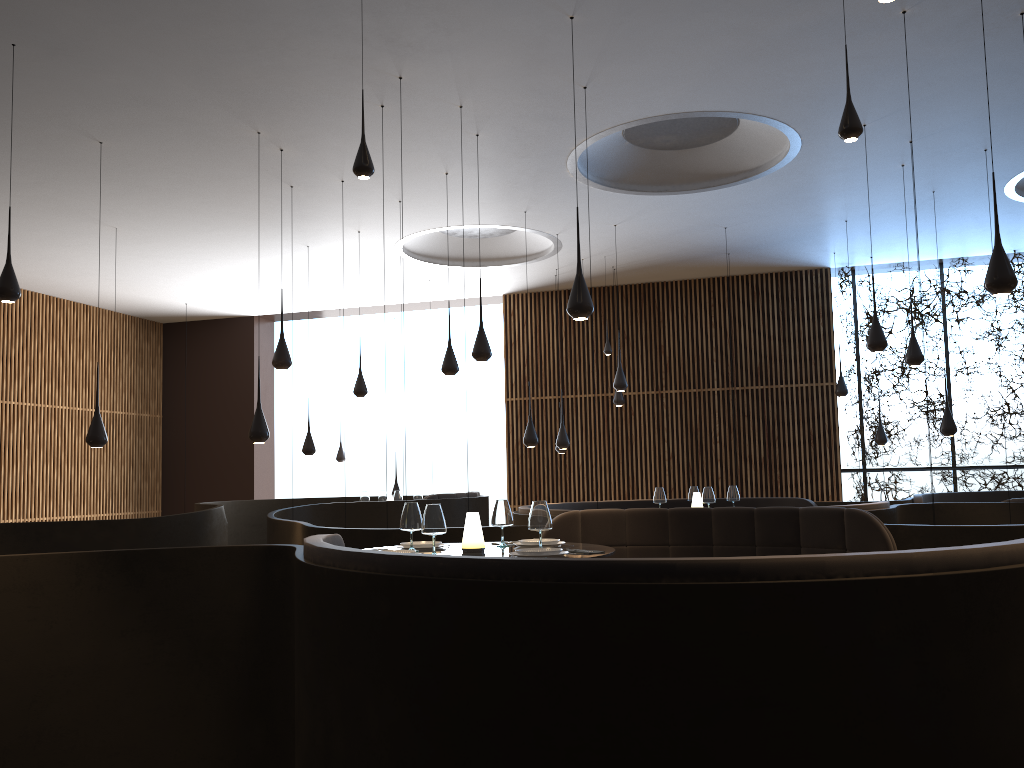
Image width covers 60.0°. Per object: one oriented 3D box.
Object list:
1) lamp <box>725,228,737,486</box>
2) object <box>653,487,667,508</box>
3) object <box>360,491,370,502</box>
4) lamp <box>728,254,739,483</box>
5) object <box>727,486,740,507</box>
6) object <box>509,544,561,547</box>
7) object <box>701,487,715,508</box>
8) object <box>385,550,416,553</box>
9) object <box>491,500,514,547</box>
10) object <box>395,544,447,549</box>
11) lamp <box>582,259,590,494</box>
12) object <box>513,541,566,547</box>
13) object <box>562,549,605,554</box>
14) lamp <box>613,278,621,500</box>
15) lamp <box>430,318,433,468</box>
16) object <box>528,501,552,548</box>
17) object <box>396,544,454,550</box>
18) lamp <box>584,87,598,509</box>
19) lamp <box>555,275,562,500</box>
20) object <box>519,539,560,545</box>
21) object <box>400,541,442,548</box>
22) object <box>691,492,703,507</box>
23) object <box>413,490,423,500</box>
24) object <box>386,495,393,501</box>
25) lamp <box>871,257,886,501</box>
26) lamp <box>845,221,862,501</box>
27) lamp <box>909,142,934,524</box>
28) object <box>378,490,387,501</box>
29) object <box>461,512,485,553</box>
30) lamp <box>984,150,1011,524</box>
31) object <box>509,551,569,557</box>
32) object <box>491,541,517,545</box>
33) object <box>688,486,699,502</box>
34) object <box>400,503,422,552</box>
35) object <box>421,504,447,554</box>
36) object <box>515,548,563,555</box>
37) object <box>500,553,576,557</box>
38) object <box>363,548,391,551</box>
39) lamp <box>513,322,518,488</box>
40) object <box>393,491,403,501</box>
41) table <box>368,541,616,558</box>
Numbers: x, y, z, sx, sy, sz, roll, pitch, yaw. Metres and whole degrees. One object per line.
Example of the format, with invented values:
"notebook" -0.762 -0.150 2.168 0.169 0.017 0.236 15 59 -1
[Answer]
"lamp" 2.986 0.991 11.845 0.196 6.263 0.196 1 -5 -29
"object" 1.595 1.265 9.564 0.142 0.295 0.142 1 -5 -23
"object" -2.126 1.697 12.806 0.142 0.295 0.142 -2 -5 13
"lamp" 3.381 1.135 13.279 0.196 6.263 0.196 -1 -5 -9
"object" 2.417 1.259 9.681 0.142 0.295 0.142 -5 -6 37
"object" 0.178 1.016 5.621 0.204 0.012 0.411 5 -8 -44
"object" 2.042 1.218 9.214 0.142 0.295 0.142 0 -5 -13
"object" -0.669 0.954 4.960 0.263 0.029 0.263 3 -7 -34
"object" -0.061 0.886 5.646 0.142 0.295 0.142 -3 -5 15
"object" -0.577 1.033 5.634 0.332 0.014 0.332 -3 -6 17
"lamp" 1.162 1.201 13.415 0.196 6.263 0.196 -6 -6 44
"object" 0.175 1.015 5.624 0.332 0.014 0.332 4 -8 -39
"object" 0.397 0.957 5.054 0.126 0.017 0.262 3 -8 -38
"lamp" 1.689 1.245 13.947 0.196 6.263 0.196 -3 -5 24
"lamp" -1.309 1.387 14.632 0.196 6.263 0.196 -1 -5 -9
"object" 0.163 0.825 5.126 0.142 0.295 0.142 1 -5 -28
"object" -0.574 1.035 5.637 0.411 0.012 0.205 4 -8 -38
"lamp" 0.701 0.569 7.390 0.196 6.263 0.196 2 -6 -39
"lamp" 0.795 1.321 14.468 0.196 6.263 0.196 -3 -5 24
"object" 0.174 1.006 5.625 0.263 0.029 0.263 3 -8 -36
"object" -0.577 1.024 5.635 0.263 0.029 0.263 -4 -6 20
"object" 2.010 1.293 9.628 0.144 0.232 0.142 -4 -6 31
"object" -1.377 1.699 12.991 0.142 0.295 0.142 0 -5 -16
"object" -1.772 1.724 12.852 0.142 0.232 0.144 -5 -6 37
"lamp" 5.739 1.128 13.717 0.196 6.263 0.196 -5 -6 41
"lamp" 4.559 0.935 11.651 0.196 6.263 0.196 1 -5 -29
"lamp" 4.155 0.643 8.827 0.196 6.263 0.196 2 -6 -39
"object" -1.923 1.738 13.234 0.142 0.295 0.142 0 -5 -11
"object" -0.231 0.879 5.263 0.142 0.232 0.145 0 -5 -10
"lamp" 5.074 0.652 9.112 0.196 6.263 0.196 2 -6 -39
"object" 0.148 0.937 4.883 0.332 0.014 0.332 1 -6 -19
"object" -0.004 1.052 5.867 0.262 0.017 0.126 4 -8 -40
"object" 2.053 1.300 9.983 0.142 0.295 0.142 0 -5 -17
"object" -0.614 0.874 5.415 0.142 0.295 0.142 1 -5 -24
"object" -0.439 0.823 4.976 0.142 0.295 0.142 -5 -6 34
"object" 0.148 0.927 4.884 0.263 0.029 0.264 -1 -6 1
"object" 0.145 0.938 4.880 0.411 0.012 0.204 4 -8 -42
"object" -0.837 1.030 5.479 0.126 0.017 0.262 3 -7 -34
"lamp" 0.103 2.056 14.948 0.196 6.263 0.196 -1 -5 -9
"object" -1.606 1.649 12.471 0.142 0.295 0.142 -3 -5 19
"table" -0.217 1.504 5.213 1.673 1.022 1.675 3 -7 -39
